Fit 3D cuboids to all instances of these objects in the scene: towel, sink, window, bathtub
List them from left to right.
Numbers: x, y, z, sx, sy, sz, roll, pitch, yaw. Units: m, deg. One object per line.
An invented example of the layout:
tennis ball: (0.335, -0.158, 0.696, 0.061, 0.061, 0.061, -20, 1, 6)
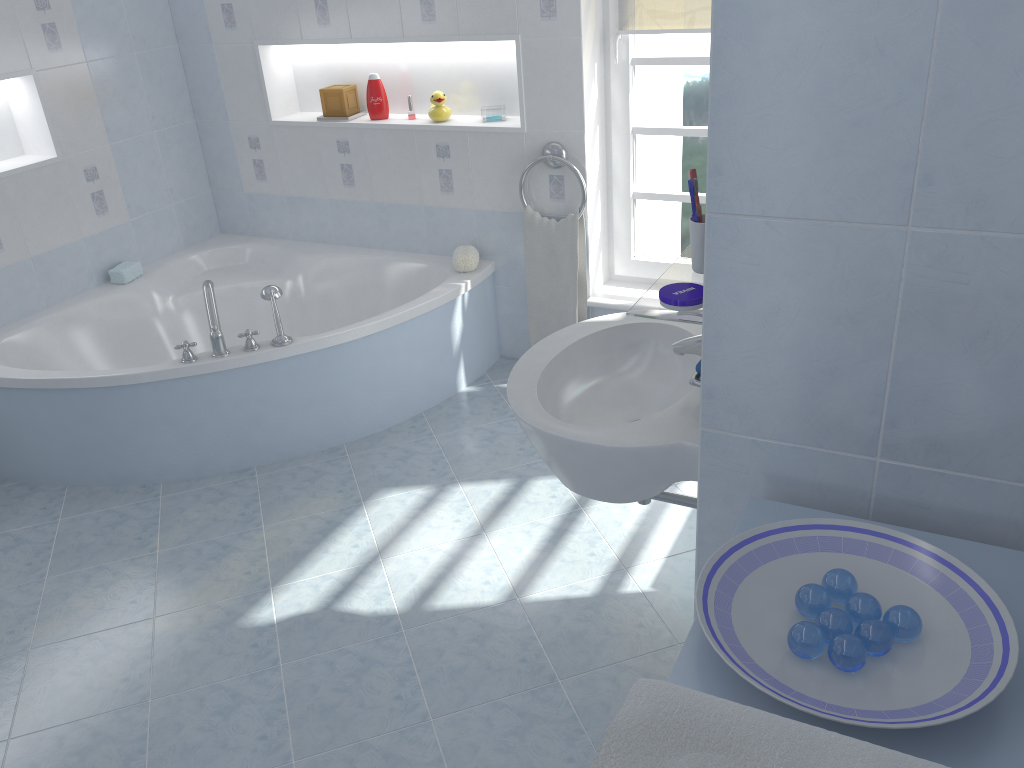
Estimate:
bathtub: (-1.110, -0.185, 3.561, 1.596, 0.670, 1.578, 10, 30, 25)
towel: (0.185, -0.415, 3.607, 0.280, 0.635, 0.083, 10, 30, 26)
sink: (0.276, 0.055, 1.928, 0.533, 0.489, 0.634, 10, 30, 25)
window: (0.678, -1.305, 3.153, 0.758, 2.067, 0.142, 10, 30, 26)
towel: (0.216, 0.364, 0.698, 0.324, 0.086, 0.227, 9, 30, 25)

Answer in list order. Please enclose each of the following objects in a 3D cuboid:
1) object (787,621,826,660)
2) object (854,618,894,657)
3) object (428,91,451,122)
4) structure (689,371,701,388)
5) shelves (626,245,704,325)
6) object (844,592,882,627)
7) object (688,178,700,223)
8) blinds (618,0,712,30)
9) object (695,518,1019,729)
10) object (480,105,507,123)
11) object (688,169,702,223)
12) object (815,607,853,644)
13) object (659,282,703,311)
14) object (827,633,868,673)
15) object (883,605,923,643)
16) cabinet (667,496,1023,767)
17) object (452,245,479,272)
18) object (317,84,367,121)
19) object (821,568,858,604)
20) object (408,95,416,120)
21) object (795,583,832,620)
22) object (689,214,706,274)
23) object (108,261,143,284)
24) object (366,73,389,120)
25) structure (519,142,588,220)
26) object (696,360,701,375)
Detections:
object: (0.334, 0.290, 1.005, 0.042, 0.042, 0.042, 21, 36, 40)
object: (0.409, 0.287, 1.003, 0.042, 0.042, 0.042, 21, 36, 40)
object: (-0.300, -1.144, 3.645, 0.095, 0.122, 0.132, -7, 27, -6)
structure: (0.387, -0.021, 1.636, 0.092, 0.034, 0.124, 10, 30, 26)
shelves: (0.407, -0.226, 1.697, 0.170, 0.045, 0.620, 10, 30, 26)
object: (0.412, 0.266, 1.042, 0.042, 0.042, 0.042, 21, 36, 40)
object: (0.334, -0.283, 1.582, 0.054, 0.175, 0.012, -23, 32, -31)
blinds: (0.614, -1.695, 2.897, 0.598, 1.032, 0.046, 10, 30, 26)
object: (0.388, 0.279, 1.029, 0.344, 0.054, 0.344, -3, 27, 2)
object: (-0.073, -1.092, 3.583, 0.102, 0.053, 0.072, -3, 27, 3)
object: (0.334, -0.301, 1.614, 0.012, 0.178, 0.050, -15, 29, -19)
object: (0.371, 0.280, 1.023, 0.042, 0.042, 0.042, 21, 36, 40)
object: (0.291, -0.148, 1.504, 0.083, 0.020, 0.083, 14, 32, 32)
object: (0.371, 0.297, 0.982, 0.042, 0.042, 0.042, 21, 36, 40)
object: (0.448, 0.275, 1.019, 0.042, 0.042, 0.042, 21, 36, 40)
cabinet: (0.348, 0.778, 1.134, 0.389, 0.921, 0.819, 10, 30, 26)
object: (-0.192, -0.522, 3.695, 0.105, 0.077, 0.165, -4, 27, 0)
object: (-0.751, -1.231, 3.874, 0.160, 0.130, 0.160, 7, 29, 21)
object: (0.398, 0.246, 1.078, 0.042, 0.042, 0.042, 21, 36, 40)
object: (-0.425, -1.163, 3.731, 0.030, 0.096, 0.030, -4, 27, 0)
object: (0.360, 0.260, 1.060, 0.042, 0.042, 0.042, 21, 36, 40)
object: (0.350, -0.252, 1.609, 0.058, 0.100, 0.058, 14, 32, 31)
object: (-1.689, -0.487, 3.878, 0.081, 0.059, 0.128, 3, 28, 14)
object: (-0.574, -1.217, 3.757, 0.092, 0.190, 0.044, -3, 27, 3)
structure: (0.162, -0.767, 3.450, 0.291, 0.332, 0.051, 10, 30, 26)
object: (0.378, -0.039, 1.632, 0.060, 0.027, 0.090, 11, 31, 28)
